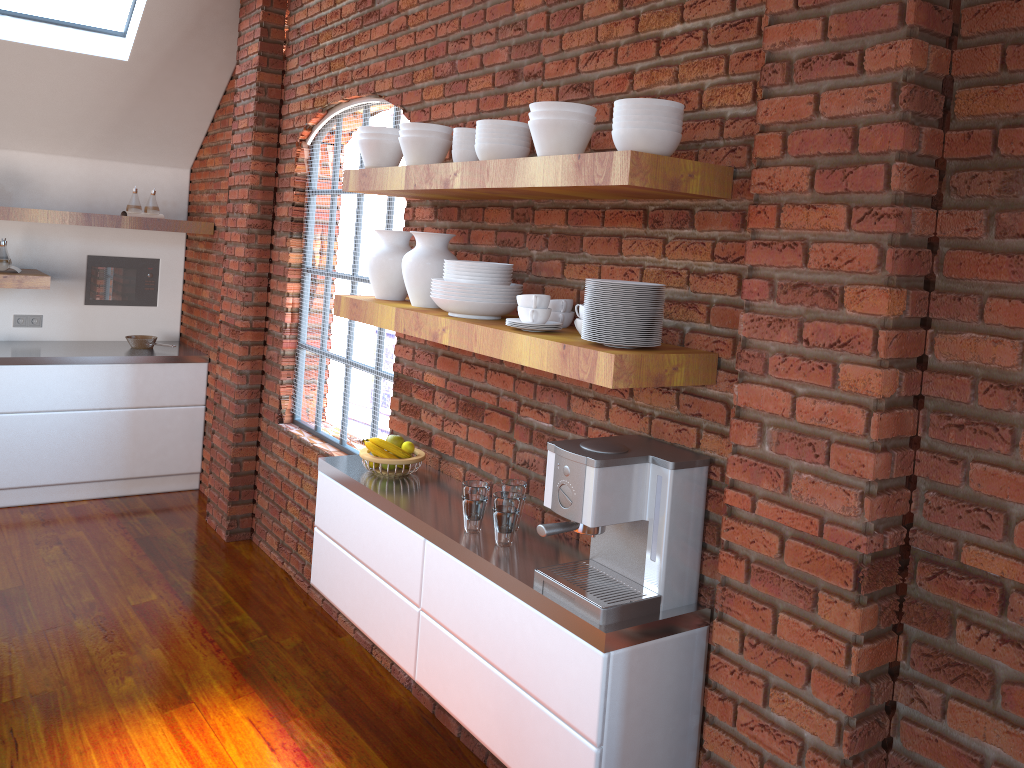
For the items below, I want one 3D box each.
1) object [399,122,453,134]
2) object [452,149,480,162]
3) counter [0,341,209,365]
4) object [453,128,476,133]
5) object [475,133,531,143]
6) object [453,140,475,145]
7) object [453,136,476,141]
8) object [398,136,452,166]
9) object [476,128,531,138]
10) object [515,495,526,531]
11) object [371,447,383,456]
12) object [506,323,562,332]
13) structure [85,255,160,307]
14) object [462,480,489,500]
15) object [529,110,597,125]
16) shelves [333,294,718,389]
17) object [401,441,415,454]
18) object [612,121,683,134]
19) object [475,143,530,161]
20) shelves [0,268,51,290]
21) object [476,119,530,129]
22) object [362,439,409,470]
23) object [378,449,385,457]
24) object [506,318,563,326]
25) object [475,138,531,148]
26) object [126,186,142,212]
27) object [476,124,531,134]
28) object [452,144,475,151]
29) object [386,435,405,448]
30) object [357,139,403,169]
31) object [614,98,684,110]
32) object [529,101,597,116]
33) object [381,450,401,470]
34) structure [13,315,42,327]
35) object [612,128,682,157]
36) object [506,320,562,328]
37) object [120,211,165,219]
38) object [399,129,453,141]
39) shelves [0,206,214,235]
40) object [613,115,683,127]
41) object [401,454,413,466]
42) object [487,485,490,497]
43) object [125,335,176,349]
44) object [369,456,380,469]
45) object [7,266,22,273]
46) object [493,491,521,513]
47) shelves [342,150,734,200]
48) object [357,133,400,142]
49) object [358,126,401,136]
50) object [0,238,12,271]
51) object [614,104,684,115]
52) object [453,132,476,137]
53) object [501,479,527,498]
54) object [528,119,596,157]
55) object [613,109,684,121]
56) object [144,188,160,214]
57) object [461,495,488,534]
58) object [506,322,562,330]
[{"bbox_3d":[-0.289,-0.807,2.938,0.180,0.103,0.183,4,7,1],"label":"object"},{"bbox_3d":[-0.145,-0.712,2.808,0.099,0.061,0.100,5,7,4],"label":"object"},{"bbox_3d":[-2.942,-0.193,5.320,1.981,0.044,0.723,-2,11,-35],"label":"counter"},{"bbox_3d":[-0.140,-0.780,2.806,0.099,0.061,0.100,5,7,4],"label":"object"},{"bbox_3d":[-0.028,-0.703,2.615,0.165,0.060,0.167,-3,11,-40],"label":"object"},{"bbox_3d":[-0.143,-0.741,2.808,0.099,0.061,0.100,5,7,4],"label":"object"},{"bbox_3d":[-0.141,-0.755,2.807,0.099,0.061,0.100,5,7,4],"label":"object"},{"bbox_3d":[-0.293,-0.763,2.939,0.180,0.103,0.183,4,7,1],"label":"object"},{"bbox_3d":[-0.027,-0.717,2.614,0.165,0.060,0.167,-3,11,-40],"label":"object"},{"bbox_3d":[-0.001,0.380,2.600,0.078,0.103,0.078,4,4,-5],"label":"object"},{"bbox_3d":[-0.480,0.231,3.143,0.045,0.052,0.051,9,7,43],"label":"object"},{"bbox_3d":[0.059,-0.151,2.384,0.154,0.012,0.155,7,9,15],"label":"object"},{"bbox_3d":[-2.627,-0.693,5.947,0.456,0.333,0.013,0,4,-35],"label":"structure"},{"bbox_3d":[-0.109,0.340,2.552,0.078,0.103,0.078,4,4,-5],"label":"object"},{"bbox_3d":[0.130,-0.659,2.333,0.181,0.103,0.182,8,8,25],"label":"object"},{"bbox_3d":[-0.074,-0.163,2.681,0.337,0.076,1.554,-2,11,-35],"label":"shelves"},{"bbox_3d":[-0.372,0.228,3.141,0.047,0.046,0.055,5,6,6],"label":"object"},{"bbox_3d":[0.319,-0.582,2.092,0.165,0.060,0.167,5,8,4],"label":"object"},{"bbox_3d":[-0.031,-0.673,2.616,0.165,0.060,0.167,-3,11,-40],"label":"object"},{"bbox_3d":[-3.300,-0.627,5.067,1.064,0.076,0.662,-2,11,-35],"label":"shelves"},{"bbox_3d":[-0.025,-0.742,2.614,0.165,0.060,0.167,-3,11,-40],"label":"object"},{"bbox_3d":[-0.446,0.252,3.082,0.176,0.094,0.064,5,4,2],"label":"object"},{"bbox_3d":[-0.462,0.257,3.187,0.074,0.075,0.073,7,6,30],"label":"object"},{"bbox_3d":[0.060,-0.164,2.384,0.154,0.012,0.155,7,9,15],"label":"object"},{"bbox_3d":[-0.029,-0.690,2.615,0.165,0.060,0.167,-3,11,-40],"label":"object"},{"bbox_3d":[-2.396,-1.162,5.585,0.093,0.190,0.094,3,3,-23],"label":"object"},{"bbox_3d":[-0.026,-0.728,2.614,0.165,0.060,0.167,-3,11,-40],"label":"object"},{"bbox_3d":[-0.144,-0.728,2.808,0.099,0.061,0.100,5,7,4],"label":"object"},{"bbox_3d":[-0.420,0.214,3.163,0.069,0.061,0.069,2,6,-19],"label":"object"},{"bbox_3d":[-0.462,-0.805,3.119,0.180,0.103,0.183,4,7,1],"label":"object"},{"bbox_3d":[0.323,-0.633,2.090,0.165,0.060,0.167,5,8,4],"label":"object"},{"bbox_3d":[0.132,-0.681,2.333,0.181,0.103,0.182,8,8,25],"label":"object"},{"bbox_3d":[-0.434,0.270,3.118,0.077,0.065,0.076,4,6,-2],"label":"object"},{"bbox_3d":[-3.106,-0.404,5.639,0.160,0.080,0.033,-1,5,-35],"label":"structure"},{"bbox_3d":[0.318,-0.565,2.092,0.165,0.060,0.167,5,8,4],"label":"object"},{"bbox_3d":[0.059,-0.159,2.384,0.154,0.012,0.155,7,9,15],"label":"object"},{"bbox_3d":[-2.359,-1.080,5.620,0.223,0.032,0.197,-2,11,-36],"label":"object"},{"bbox_3d":[-0.291,-0.785,2.938,0.180,0.103,0.183,4,7,1],"label":"object"},{"bbox_3d":[-2.899,-1.020,5.317,1.974,0.076,0.662,-2,11,-35],"label":"shelves"},{"bbox_3d":[0.320,-0.595,2.091,0.165,0.060,0.167,5,8,4],"label":"object"},{"bbox_3d":[-0.393,0.270,3.172,0.070,0.069,0.069,2,6,-26],"label":"object"},{"bbox_3d":[-0.110,0.360,2.682,0.078,0.103,0.078,6,5,25],"label":"object"},{"bbox_3d":[-2.342,-0.257,5.658,0.351,0.074,0.194,10,10,35],"label":"object"},{"bbox_3d":[-0.492,0.278,3.136,0.046,0.045,0.056,4,6,-2],"label":"object"},{"bbox_3d":[-3.027,-0.686,5.222,0.194,0.032,0.226,0,10,-25],"label":"object"},{"bbox_3d":[-0.018,0.361,2.460,0.077,0.103,0.079,3,5,-23],"label":"object"},{"bbox_3d":[-0.040,-0.613,2.668,0.337,0.076,1.554,-2,11,-35],"label":"shelves"},{"bbox_3d":[-0.460,-0.826,3.118,0.180,0.103,0.183,4,7,1],"label":"object"},{"bbox_3d":[-0.458,-0.849,3.118,0.180,0.103,0.183,4,7,1],"label":"object"},{"bbox_3d":[-3.021,-0.768,5.220,0.093,0.192,0.204,3,6,-26],"label":"object"},{"bbox_3d":[0.322,-0.620,2.091,0.165,0.060,0.167,5,8,4],"label":"object"},{"bbox_3d":[-0.141,-0.766,2.807,0.099,0.061,0.100,5,7,4],"label":"object"},{"bbox_3d":[0.002,0.341,2.599,0.078,0.103,0.078,4,4,-5],"label":"object"},{"bbox_3d":[0.128,-0.637,2.334,0.181,0.103,0.182,8,8,25],"label":"object"},{"bbox_3d":[0.321,-0.608,2.091,0.165,0.060,0.167,5,8,4],"label":"object"},{"bbox_3d":[-2.309,-1.164,5.650,0.094,0.191,0.093,5,3,8],"label":"object"},{"bbox_3d":[-0.112,0.379,2.553,0.078,0.103,0.078,4,4,-5],"label":"object"},{"bbox_3d":[0.059,-0.154,2.384,0.154,0.012,0.155,7,9,15],"label":"object"}]
